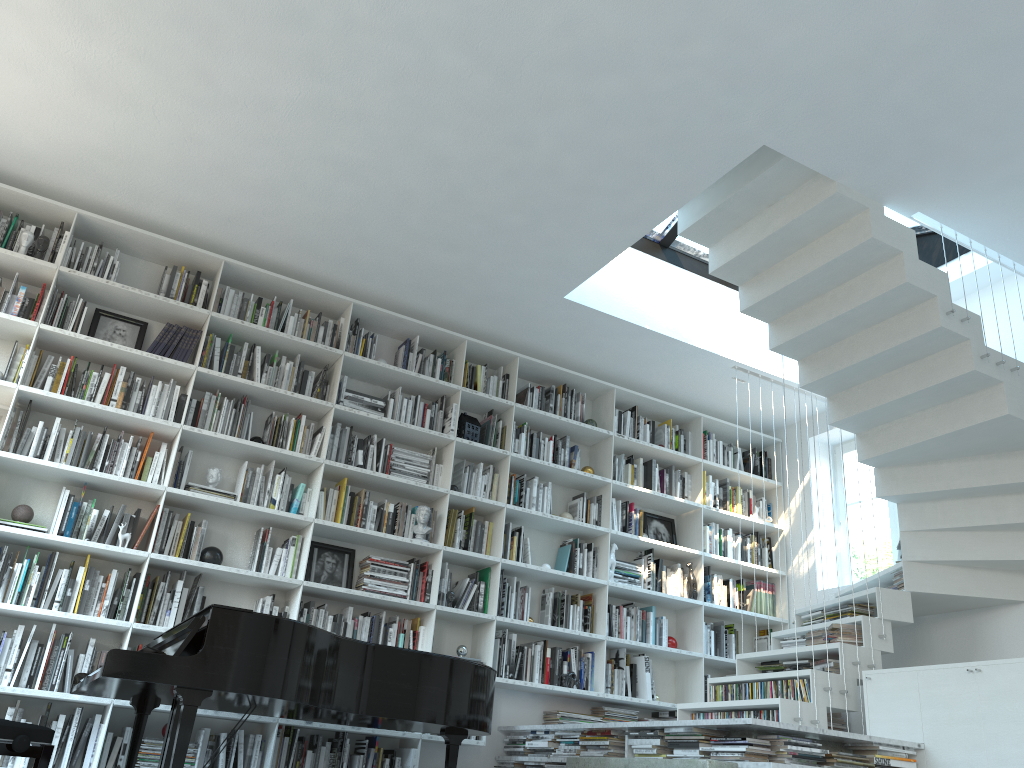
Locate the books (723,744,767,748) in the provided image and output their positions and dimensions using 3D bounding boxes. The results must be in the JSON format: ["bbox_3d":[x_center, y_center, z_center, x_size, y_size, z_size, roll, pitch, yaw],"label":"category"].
[{"bbox_3d":[1.061,1.651,4.040,0.091,0.011,0.190,18,-28,-26],"label":"books"}]

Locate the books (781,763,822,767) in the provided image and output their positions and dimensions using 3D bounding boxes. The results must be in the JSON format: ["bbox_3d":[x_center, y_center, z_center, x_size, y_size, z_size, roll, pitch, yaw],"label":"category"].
[{"bbox_3d":[1.269,1.729,4.003,0.216,0.015,0.178,18,-28,-26],"label":"books"}]

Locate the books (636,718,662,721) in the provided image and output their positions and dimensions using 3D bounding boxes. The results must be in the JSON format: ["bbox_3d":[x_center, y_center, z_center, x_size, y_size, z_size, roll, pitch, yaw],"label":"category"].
[{"bbox_3d":[1.014,2.351,6.166,0.368,0.007,0.206,16,-27,-23],"label":"books"}]

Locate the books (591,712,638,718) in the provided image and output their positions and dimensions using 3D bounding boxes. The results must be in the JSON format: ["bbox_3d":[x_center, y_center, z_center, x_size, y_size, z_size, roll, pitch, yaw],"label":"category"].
[{"bbox_3d":[0.695,2.244,6.013,0.285,0.005,0.160,19,-28,-27],"label":"books"}]

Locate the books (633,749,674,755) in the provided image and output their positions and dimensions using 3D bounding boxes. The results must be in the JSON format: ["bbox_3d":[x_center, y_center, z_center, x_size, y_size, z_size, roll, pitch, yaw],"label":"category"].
[{"bbox_3d":[0.738,1.863,4.482,0.167,0.024,0.193,17,-27,-24],"label":"books"}]

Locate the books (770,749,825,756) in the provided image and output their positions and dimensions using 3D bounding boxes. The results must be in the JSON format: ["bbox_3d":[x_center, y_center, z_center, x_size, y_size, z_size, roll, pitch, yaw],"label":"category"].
[{"bbox_3d":[1.270,1.677,4.035,0.261,0.009,0.153,16,-27,-22],"label":"books"}]

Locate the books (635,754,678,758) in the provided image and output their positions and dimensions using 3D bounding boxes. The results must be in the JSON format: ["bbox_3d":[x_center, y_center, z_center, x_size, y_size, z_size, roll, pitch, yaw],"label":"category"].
[{"bbox_3d":[0.752,1.885,4.482,0.136,0.013,0.259,17,-27,-25],"label":"books"}]

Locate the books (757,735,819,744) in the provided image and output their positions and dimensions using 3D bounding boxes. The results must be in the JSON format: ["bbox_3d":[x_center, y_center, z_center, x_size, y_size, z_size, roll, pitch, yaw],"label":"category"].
[{"bbox_3d":[1.266,1.633,4.071,0.261,0.016,0.129,18,-27,-26],"label":"books"}]

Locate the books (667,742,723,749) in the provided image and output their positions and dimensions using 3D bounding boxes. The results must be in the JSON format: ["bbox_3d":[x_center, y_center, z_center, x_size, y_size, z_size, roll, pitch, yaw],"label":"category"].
[{"bbox_3d":[0.887,1.737,4.244,0.178,0.026,0.231,17,-27,-25],"label":"books"}]

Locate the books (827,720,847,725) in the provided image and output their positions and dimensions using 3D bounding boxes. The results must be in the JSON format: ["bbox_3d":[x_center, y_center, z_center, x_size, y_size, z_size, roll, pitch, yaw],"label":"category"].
[{"bbox_3d":[2.115,2.307,6.060,0.290,0.014,0.174,16,-27,-23],"label":"books"}]

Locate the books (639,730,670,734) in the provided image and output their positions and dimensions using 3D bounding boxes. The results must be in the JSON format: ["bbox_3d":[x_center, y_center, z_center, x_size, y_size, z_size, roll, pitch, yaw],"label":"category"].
[{"bbox_3d":[0.755,1.781,4.525,0.134,0.014,0.182,15,-26,-20],"label":"books"}]

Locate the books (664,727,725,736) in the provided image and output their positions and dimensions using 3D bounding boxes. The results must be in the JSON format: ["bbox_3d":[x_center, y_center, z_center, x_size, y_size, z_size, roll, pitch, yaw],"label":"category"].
[{"bbox_3d":[0.879,1.673,4.264,0.189,0.022,0.238,15,-26,-20],"label":"books"}]

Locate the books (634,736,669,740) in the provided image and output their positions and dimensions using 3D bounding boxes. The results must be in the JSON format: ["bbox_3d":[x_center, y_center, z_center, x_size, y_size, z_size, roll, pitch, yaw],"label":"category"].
[{"bbox_3d":[0.747,1.806,4.510,0.145,0.017,0.209,20,-28,-29],"label":"books"}]

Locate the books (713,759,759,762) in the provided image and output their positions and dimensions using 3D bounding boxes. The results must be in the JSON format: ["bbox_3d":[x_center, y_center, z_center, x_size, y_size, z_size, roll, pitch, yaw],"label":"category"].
[{"bbox_3d":[1.035,1.707,4.002,0.144,0.009,0.250,17,-27,-25],"label":"books"}]

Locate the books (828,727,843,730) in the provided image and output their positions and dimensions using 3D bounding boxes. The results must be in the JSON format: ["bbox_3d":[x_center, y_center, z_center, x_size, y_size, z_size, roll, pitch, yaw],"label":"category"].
[{"bbox_3d":[2.116,2.341,6.036,0.210,0.009,0.160,17,-27,-24],"label":"books"}]

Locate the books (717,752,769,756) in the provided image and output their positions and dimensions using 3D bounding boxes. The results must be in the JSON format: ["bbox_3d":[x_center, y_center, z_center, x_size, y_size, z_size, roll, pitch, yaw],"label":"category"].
[{"bbox_3d":[1.035,1.674,4.016,0.134,0.006,0.228,15,-26,-21],"label":"books"}]

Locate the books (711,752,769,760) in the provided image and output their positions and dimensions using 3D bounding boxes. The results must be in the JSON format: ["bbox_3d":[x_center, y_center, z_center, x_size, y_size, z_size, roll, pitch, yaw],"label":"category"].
[{"bbox_3d":[1.028,1.682,4.009,0.153,0.015,0.208,19,-28,-27],"label":"books"}]

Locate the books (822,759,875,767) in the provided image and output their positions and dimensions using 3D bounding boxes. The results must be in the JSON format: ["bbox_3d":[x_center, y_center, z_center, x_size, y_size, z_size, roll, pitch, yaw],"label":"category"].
[{"bbox_3d":[1.522,1.763,4.127,0.274,0.014,0.188,20,-28,-29],"label":"books"}]

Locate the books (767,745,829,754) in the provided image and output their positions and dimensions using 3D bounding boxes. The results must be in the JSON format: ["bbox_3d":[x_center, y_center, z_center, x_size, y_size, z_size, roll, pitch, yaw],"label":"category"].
[{"bbox_3d":[1.281,1.659,4.023,0.230,0.015,0.190,15,-26,-20],"label":"books"}]

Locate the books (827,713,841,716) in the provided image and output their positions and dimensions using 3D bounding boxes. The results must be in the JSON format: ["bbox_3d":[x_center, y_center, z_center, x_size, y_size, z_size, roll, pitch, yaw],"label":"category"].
[{"bbox_3d":[2.116,2.259,6.090,0.229,0.029,0.179,20,-28,-29],"label":"books"}]

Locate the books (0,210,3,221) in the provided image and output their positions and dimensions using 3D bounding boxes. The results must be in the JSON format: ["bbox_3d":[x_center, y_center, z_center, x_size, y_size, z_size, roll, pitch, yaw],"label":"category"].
[{"bbox_3d":[-2.944,-0.826,5.013,0.039,0.281,0.182,17,-27,-25],"label":"books"}]

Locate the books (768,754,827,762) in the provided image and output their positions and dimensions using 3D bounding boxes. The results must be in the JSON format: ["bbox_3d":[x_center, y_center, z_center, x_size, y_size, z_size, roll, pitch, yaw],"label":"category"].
[{"bbox_3d":[1.274,1.693,4.015,0.215,0.013,0.190,18,-27,-26],"label":"books"}]

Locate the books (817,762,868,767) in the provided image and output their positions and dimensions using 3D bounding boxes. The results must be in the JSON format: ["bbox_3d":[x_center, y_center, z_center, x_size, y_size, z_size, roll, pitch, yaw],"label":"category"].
[{"bbox_3d":[1.513,1.782,4.133,0.215,0.015,0.177,17,-27,-24],"label":"books"}]

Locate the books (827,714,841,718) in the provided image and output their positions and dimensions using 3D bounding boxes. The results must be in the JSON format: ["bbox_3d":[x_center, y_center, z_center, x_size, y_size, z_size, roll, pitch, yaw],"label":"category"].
[{"bbox_3d":[2.114,2.277,6.081,0.206,0.012,0.183,19,-28,-28],"label":"books"}]

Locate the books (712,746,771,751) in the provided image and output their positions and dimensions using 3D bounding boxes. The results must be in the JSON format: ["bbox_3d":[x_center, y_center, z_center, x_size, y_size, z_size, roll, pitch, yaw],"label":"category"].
[{"bbox_3d":[1.041,1.655,4.027,0.137,0.012,0.243,17,-27,-24],"label":"books"}]

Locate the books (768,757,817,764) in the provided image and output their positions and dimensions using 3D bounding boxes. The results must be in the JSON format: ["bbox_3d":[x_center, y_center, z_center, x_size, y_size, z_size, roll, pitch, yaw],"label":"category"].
[{"bbox_3d":[1.262,1.712,4.029,0.208,0.012,0.132,19,-28,-28],"label":"books"}]

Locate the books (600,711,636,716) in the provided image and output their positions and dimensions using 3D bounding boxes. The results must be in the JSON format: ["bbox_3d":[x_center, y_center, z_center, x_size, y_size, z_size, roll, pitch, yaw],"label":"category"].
[{"bbox_3d":[0.697,2.238,6.011,0.254,0.005,0.161,20,-28,-29],"label":"books"}]

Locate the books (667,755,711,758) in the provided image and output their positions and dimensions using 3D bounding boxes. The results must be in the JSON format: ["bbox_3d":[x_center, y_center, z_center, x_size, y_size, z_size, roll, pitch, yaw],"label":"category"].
[{"bbox_3d":[0.887,1.779,4.227,0.155,0.007,0.293,16,-27,-22],"label":"books"}]

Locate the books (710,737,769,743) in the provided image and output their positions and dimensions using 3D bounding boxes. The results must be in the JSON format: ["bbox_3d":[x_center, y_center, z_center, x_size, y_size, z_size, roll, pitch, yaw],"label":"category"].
[{"bbox_3d":[1.036,1.623,4.036,0.149,0.014,0.229,18,-28,-26],"label":"books"}]

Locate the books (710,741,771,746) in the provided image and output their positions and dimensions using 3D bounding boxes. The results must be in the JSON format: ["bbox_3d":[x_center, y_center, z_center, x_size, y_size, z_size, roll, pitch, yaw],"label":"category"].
[{"bbox_3d":[1.038,1.635,4.033,0.132,0.009,0.270,15,-26,-21],"label":"books"}]

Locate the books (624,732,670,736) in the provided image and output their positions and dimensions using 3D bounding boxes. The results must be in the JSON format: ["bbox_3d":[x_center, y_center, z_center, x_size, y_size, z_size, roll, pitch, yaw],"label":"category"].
[{"bbox_3d":[0.728,1.786,4.507,0.192,0.014,0.257,19,-28,-28],"label":"books"}]

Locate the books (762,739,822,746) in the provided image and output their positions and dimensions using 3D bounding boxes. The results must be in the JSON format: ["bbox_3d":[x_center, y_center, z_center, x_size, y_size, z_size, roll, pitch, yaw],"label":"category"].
[{"bbox_3d":[1.275,1.638,4.049,0.228,0.009,0.159,19,-28,-28],"label":"books"}]

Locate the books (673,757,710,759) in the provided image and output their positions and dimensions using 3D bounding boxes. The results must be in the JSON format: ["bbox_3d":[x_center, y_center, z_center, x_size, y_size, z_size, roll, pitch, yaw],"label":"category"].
[{"bbox_3d":[0.889,1.792,4.224,0.142,0.020,0.231,15,-26,-20],"label":"books"}]

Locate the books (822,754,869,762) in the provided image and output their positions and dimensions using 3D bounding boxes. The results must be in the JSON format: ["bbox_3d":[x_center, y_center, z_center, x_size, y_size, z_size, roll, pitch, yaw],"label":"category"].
[{"bbox_3d":[1.516,1.747,4.150,0.246,0.013,0.173,18,-27,-26],"label":"books"}]

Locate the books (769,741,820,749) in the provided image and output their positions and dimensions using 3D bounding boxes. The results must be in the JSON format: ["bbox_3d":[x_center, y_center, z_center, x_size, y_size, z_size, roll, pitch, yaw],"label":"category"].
[{"bbox_3d":[1.270,1.653,4.050,0.221,0.018,0.154,17,-27,-24],"label":"books"}]

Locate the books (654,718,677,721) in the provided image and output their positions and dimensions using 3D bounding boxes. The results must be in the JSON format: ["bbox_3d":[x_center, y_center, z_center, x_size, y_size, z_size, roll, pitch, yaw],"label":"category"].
[{"bbox_3d":[1.150,2.353,6.200,0.160,0.012,0.286,19,-28,-28],"label":"books"}]

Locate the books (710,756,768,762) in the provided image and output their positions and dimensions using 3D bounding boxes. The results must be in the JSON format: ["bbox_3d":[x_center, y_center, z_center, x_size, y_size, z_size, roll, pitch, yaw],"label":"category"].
[{"bbox_3d":[1.022,1.693,4.000,0.161,0.014,0.213,15,-26,-21],"label":"books"}]

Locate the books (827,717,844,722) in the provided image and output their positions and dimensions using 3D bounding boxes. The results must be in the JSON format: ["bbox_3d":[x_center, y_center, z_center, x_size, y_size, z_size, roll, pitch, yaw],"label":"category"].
[{"bbox_3d":[2.124,2.288,6.053,0.240,0.016,0.150,17,-27,-25],"label":"books"}]

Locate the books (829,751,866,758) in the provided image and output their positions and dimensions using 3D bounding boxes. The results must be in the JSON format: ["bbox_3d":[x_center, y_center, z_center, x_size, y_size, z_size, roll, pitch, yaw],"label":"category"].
[{"bbox_3d":[1.520,1.734,4.149,0.203,0.011,0.173,20,-28,-29],"label":"books"}]

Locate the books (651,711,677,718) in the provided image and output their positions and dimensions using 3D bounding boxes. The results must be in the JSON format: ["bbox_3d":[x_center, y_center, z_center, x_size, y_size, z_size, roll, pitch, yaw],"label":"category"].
[{"bbox_3d":[1.139,2.323,6.205,0.205,0.035,0.267,17,-27,-24],"label":"books"}]

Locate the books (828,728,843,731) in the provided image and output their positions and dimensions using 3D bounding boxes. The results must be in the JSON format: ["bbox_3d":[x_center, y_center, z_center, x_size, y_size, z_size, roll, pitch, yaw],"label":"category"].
[{"bbox_3d":[2.113,2.353,6.035,0.212,0.014,0.169,17,-27,-24],"label":"books"}]

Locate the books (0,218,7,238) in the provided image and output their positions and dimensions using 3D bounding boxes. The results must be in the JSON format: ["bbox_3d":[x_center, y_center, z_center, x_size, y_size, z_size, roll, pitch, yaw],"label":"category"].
[{"bbox_3d":[-2.924,-0.799,5.037,0.030,0.256,0.130,17,-27,-25],"label":"books"}]

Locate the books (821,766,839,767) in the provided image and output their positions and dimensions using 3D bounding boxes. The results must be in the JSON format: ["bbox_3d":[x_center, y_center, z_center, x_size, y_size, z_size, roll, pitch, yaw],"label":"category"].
[{"bbox_3d":[1.504,1.800,4.140,0.294,0.014,0.134,19,-28,-27],"label":"books"}]

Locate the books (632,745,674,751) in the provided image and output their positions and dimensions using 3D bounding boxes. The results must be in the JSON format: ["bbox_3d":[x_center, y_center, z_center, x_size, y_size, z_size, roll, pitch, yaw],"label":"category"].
[{"bbox_3d":[0.730,1.843,4.485,0.178,0.015,0.188,15,-26,-20],"label":"books"}]

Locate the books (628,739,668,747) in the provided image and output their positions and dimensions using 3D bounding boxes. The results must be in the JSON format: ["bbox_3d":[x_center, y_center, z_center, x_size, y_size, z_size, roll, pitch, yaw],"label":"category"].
[{"bbox_3d":[0.736,1.824,4.497,0.174,0.029,0.251,18,-28,-26],"label":"books"}]

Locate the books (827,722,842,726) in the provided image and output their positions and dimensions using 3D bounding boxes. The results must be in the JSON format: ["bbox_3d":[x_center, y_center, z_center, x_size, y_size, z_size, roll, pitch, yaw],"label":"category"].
[{"bbox_3d":[2.110,2.322,6.061,0.215,0.013,0.190,18,-28,-26],"label":"books"}]

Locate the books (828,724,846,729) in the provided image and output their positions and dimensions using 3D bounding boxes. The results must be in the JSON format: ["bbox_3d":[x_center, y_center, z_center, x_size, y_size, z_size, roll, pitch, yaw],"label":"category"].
[{"bbox_3d":[2.114,2.331,6.046,0.286,0.017,0.171,18,-27,-25],"label":"books"}]

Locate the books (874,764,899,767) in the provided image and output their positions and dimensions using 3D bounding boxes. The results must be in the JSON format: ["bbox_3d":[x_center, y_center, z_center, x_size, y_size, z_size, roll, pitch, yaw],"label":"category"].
[{"bbox_3d":[1.770,1.849,4.271,0.268,0.014,0.160,18,-27,-26],"label":"books"}]

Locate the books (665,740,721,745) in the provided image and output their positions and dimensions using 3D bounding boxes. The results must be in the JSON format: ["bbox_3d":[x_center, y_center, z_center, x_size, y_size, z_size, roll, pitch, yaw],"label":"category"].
[{"bbox_3d":[0.884,1.720,4.249,0.187,0.009,0.251,17,-27,-25],"label":"books"}]

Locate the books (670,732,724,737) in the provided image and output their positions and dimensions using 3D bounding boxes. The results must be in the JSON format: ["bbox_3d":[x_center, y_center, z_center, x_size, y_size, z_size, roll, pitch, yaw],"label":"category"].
[{"bbox_3d":[0.890,1.690,4.264,0.170,0.008,0.209,16,-27,-22],"label":"books"}]

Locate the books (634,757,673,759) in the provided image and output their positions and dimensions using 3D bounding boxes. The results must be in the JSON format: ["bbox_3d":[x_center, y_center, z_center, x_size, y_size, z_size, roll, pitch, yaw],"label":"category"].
[{"bbox_3d":[0.743,1.896,4.472,0.132,0.016,0.263,15,-26,-20],"label":"books"}]

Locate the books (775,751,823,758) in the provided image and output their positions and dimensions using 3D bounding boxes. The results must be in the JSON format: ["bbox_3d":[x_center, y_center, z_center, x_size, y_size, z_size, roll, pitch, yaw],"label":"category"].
[{"bbox_3d":[1.270,1.686,4.029,0.210,0.012,0.168,17,-27,-24],"label":"books"}]

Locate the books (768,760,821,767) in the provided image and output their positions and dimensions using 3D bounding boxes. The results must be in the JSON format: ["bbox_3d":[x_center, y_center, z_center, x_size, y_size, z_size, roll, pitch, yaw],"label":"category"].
[{"bbox_3d":[1.263,1.722,4.020,0.227,0.012,0.149,18,-28,-26],"label":"books"}]

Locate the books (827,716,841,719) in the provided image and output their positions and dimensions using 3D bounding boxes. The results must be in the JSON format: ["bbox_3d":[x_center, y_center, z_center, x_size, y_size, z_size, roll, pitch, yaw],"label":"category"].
[{"bbox_3d":[2.115,2.284,6.074,0.252,0.006,0.174,19,-28,-28],"label":"books"}]

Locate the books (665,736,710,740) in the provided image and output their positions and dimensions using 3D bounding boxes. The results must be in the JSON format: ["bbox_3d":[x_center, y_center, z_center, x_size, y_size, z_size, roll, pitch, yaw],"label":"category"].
[{"bbox_3d":[0.888,1.706,4.257,0.168,0.013,0.282,19,-28,-27],"label":"books"}]

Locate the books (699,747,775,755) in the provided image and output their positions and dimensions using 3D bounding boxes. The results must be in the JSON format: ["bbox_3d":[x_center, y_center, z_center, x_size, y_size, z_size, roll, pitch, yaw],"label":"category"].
[{"bbox_3d":[1.018,1.660,4.011,0.185,0.014,0.298,18,-27,-25],"label":"books"}]

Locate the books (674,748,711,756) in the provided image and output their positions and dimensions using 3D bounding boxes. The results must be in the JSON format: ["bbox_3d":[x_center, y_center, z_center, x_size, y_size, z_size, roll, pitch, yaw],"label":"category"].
[{"bbox_3d":[0.893,1.764,4.237,0.156,0.028,0.190,17,-27,-24],"label":"books"}]

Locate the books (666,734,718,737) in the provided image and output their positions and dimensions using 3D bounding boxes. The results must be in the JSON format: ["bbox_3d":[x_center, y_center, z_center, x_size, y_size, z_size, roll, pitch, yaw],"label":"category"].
[{"bbox_3d":[0.889,1.697,4.261,0.171,0.007,0.261,18,-28,-26],"label":"books"}]

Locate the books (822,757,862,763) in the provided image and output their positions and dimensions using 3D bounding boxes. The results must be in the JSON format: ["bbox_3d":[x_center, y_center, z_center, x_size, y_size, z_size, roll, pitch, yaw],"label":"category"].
[{"bbox_3d":[1.512,1.760,4.150,0.179,0.010,0.160,16,-27,-23],"label":"books"}]
